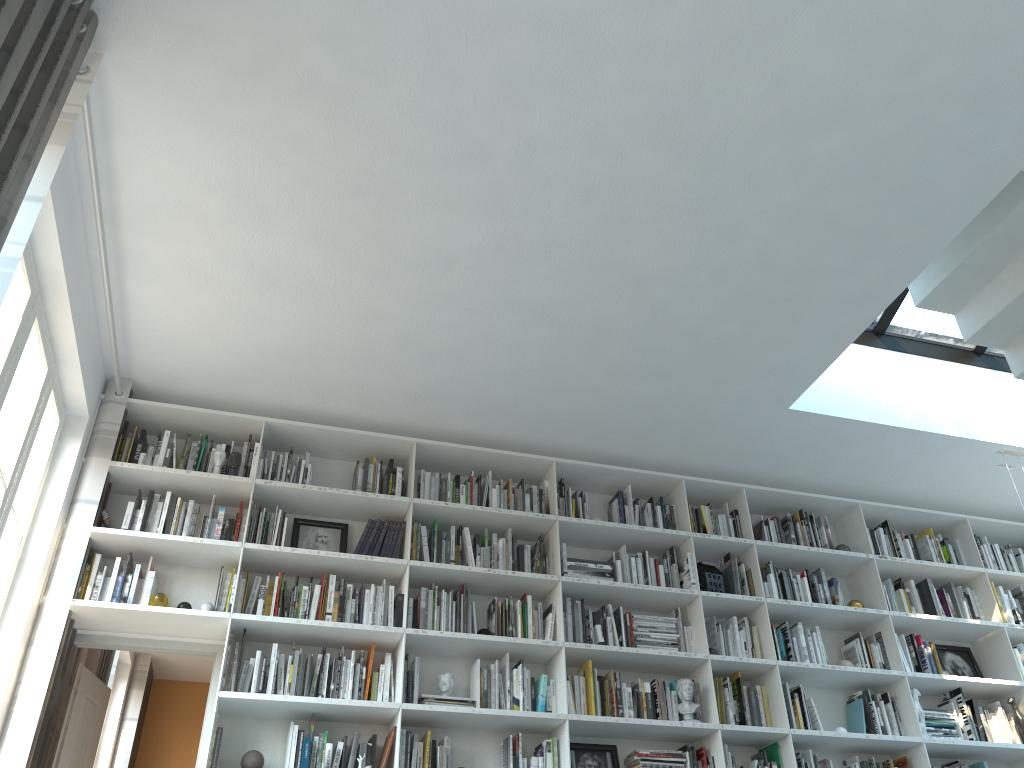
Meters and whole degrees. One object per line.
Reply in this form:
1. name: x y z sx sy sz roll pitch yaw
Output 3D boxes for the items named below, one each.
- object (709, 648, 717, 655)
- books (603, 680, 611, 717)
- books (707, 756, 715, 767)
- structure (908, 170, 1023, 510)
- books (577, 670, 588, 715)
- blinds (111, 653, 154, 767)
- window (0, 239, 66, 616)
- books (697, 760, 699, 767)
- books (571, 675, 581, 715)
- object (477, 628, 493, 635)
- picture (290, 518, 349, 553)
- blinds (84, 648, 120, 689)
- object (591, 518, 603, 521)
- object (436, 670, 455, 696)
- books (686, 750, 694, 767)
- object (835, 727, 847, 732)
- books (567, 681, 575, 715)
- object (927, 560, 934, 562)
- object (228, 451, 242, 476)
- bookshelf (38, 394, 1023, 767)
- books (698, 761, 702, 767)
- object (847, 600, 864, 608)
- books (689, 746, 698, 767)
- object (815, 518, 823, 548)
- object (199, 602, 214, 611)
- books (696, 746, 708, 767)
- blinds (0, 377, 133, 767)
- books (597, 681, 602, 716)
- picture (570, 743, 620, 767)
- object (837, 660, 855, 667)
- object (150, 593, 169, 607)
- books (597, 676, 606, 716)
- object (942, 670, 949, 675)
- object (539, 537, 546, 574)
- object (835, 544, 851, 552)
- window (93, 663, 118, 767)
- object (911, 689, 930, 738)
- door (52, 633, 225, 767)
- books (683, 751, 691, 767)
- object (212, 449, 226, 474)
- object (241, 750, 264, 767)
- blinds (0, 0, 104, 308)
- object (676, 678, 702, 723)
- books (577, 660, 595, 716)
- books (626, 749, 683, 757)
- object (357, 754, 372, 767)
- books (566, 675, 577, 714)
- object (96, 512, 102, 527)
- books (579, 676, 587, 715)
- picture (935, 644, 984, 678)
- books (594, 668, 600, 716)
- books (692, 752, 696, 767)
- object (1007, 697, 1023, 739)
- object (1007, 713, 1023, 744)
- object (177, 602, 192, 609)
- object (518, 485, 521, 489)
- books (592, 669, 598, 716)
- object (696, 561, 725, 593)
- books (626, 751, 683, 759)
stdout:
1. object: 1.113 1.516 4.967 0.071 0.072 0.072 -21 -40 25
2. books: 0.483 1.714 4.721 0.012 0.226 0.170 9 -36 -14
3. books: 1.011 2.087 4.631 0.034 0.228 0.200 9 -36 -14
4. structure: 3.112 0.830 3.993 2.615 3.362 1.965 9 -36 -14
5. books: 0.369 1.686 4.726 0.010 0.282 0.137 9 -36 -14
6. blinds: -3.286 3.719 7.206 0.140 3.212 0.780 9 -36 -14
7. window: -1.920 0.413 3.088 0.073 1.997 1.994 9 -36 -14
8. books: 0.950 2.093 4.642 0.013 0.231 0.135 9 -36 -14
9. books: 0.325 1.690 4.700 0.026 0.246 0.140 9 -36 -14
10. object: -0.148 1.348 4.709 0.097 0.097 0.097 -21 -40 25
11. picture: -1.052 0.874 4.832 0.300 0.298 0.078 9 -36 -14
12. blinds: -2.495 2.150 5.016 0.140 3.212 0.780 9 -36 -14
13. object: 0.502 0.851 5.293 0.105 0.105 0.105 24 -42 -31
14. object: -0.340 1.547 4.548 0.095 0.156 0.122 1 -35 -3
15. books: 0.910 2.065 4.625 0.011 0.259 0.185 9 -36 -14
16. object: 1.848 1.964 4.979 0.071 0.072 0.072 -21 -40 25
17. books: 0.281 1.686 4.659 0.053 0.207 0.157 9 -36 -14
18. object: 2.735 1.186 5.799 0.071 0.072 0.072 -21 -40 25
19. object: -1.485 0.447 4.728 0.067 0.197 0.068 -16 -38 20
20. bookshelf: 0.837 1.902 4.644 6.299 3.124 0.332 9 -36 -14
21. books: 0.967 2.101 4.640 0.021 0.216 0.133 9 -36 -14
22. object: 2.111 1.377 5.445 0.101 0.101 0.101 24 -42 -31
23. books: 0.940 2.065 4.649 0.011 0.286 0.152 9 -36 -14
24. object: 1.967 1.033 5.756 0.006 0.296 0.130 9 -36 -14
25. object: -1.510 1.115 4.384 0.072 0.072 0.072 24 -42 -31
26. books: 0.986 2.069 4.648 0.011 0.278 0.187 9 -36 -14
27. blinds: -2.162 1.488 4.091 0.140 3.212 0.780 9 -36 -14
28. books: 0.434 1.715 4.722 0.024 0.227 0.148 9 -36 -14
29. picture: 0.416 2.004 4.564 0.300 0.298 0.078 9 -36 -14
30. object: 1.985 1.700 5.276 0.112 0.112 0.112 24 -42 -31
31. object: -1.714 1.059 4.312 0.087 0.087 0.087 -21 -40 25
32. books: 0.457 1.710 4.741 0.028 0.258 0.135 9 -36 -14
33. object: 2.624 1.792 5.407 0.091 0.092 0.092 -21 -40 25
34. object: 0.176 0.977 4.959 0.075 0.253 0.075 23 -42 -30
35. object: 2.106 1.074 5.651 0.104 0.104 0.104 -21 -40 25
36. window: -3.044 2.642 6.200 0.073 1.997 1.994 9 -36 -14
37. object: 2.321 1.886 5.062 0.087 0.286 0.075 -12 -36 15
38. door: -1.945 2.289 4.147 0.834 1.969 0.790 9 -36 -14
39. books: 0.898 2.068 4.623 0.012 0.252 0.161 9 -36 -14
40. object: -1.563 0.435 4.708 0.067 0.197 0.068 -16 -38 20
41. object: -1.193 1.739 4.076 0.105 0.106 0.106 24 -42 -31
42. blinds: -1.371 -0.080 1.901 0.140 3.212 0.780 9 -36 -14
43. object: 0.930 1.699 4.725 0.138 0.242 0.138 -26 -42 31
44. books: 0.393 1.650 4.705 0.014 0.315 0.189 9 -36 -14
45. books: 0.746 1.947 4.655 0.254 0.012 0.161 7 -36 -11
46. object: -0.678 1.771 4.061 0.082 0.139 0.044 20 -40 -27
47. books: 0.295 1.682 4.683 0.042 0.240 0.163 9 -36 -14
48. object: -2.100 0.678 4.510 0.035 0.294 0.177 9 -36 -14
49. books: 0.354 1.694 4.699 0.029 0.238 0.156 9 -36 -14
50. picture: 2.818 1.791 5.590 0.300 0.298 0.078 9 -36 -14
51. books: 0.424 1.678 4.714 0.010 0.279 0.171 9 -36 -14
52. books: 0.929 2.077 4.638 0.013 0.254 0.163 9 -36 -14
53. object: 3.017 2.008 5.253 0.087 0.286 0.075 -12 -36 15
54. object: 2.980 2.114 5.341 0.022 0.210 0.180 9 -36 -14
55. object: -1.617 1.111 4.374 0.072 0.072 0.072 24 -42 -31
56. object: 0.030 0.746 5.255 0.010 0.245 0.158 9 -36 -14
57. books: 0.407 1.672 4.693 0.015 0.265 0.190 9 -36 -14
58. object: 1.165 1.177 5.263 0.135 0.247 0.136 15 -38 -22
59. books: 0.746 1.958 4.649 0.254 0.012 0.161 11 -37 -16
